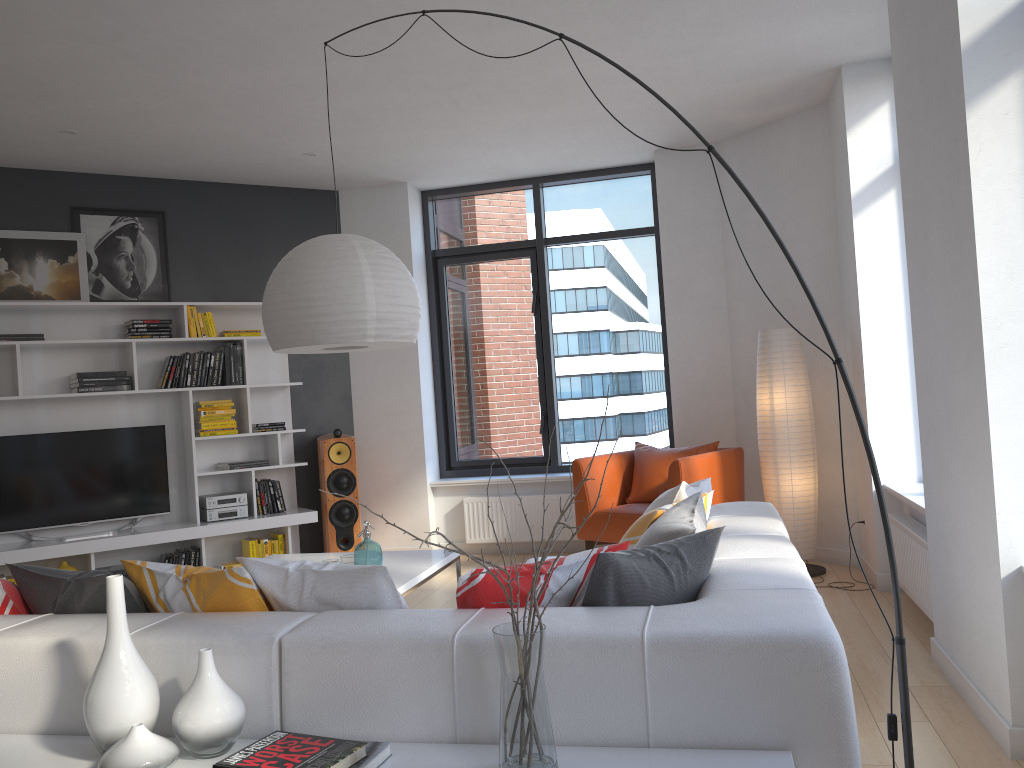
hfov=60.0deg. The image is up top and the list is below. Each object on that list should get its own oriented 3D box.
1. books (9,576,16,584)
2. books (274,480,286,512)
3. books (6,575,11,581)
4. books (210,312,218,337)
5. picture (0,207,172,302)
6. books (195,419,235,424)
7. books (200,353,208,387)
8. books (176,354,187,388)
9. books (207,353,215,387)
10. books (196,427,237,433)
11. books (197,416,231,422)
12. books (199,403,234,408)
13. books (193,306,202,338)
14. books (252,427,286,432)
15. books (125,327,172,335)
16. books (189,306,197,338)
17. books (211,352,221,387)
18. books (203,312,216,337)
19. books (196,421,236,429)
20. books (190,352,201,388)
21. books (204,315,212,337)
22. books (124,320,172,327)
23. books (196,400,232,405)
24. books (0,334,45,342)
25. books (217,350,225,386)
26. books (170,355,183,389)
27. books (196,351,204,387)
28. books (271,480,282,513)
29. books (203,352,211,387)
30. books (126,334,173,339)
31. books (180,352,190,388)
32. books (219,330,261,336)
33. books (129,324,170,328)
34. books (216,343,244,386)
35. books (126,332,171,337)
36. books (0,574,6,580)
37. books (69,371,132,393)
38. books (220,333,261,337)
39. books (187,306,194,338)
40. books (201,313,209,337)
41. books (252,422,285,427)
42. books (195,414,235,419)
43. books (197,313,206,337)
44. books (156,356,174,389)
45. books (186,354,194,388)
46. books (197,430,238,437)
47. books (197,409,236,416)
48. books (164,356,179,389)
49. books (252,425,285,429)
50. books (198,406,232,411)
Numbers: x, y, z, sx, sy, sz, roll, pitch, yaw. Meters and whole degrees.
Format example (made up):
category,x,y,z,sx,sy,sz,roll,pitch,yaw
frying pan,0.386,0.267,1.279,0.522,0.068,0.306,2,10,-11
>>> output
category,x,y,z,sx,sy,sz,roll,pitch,yaw
books,-3.142,1.334,5.600,0.043,0.235,0.171,-3,-1,-34
books,-1.760,0.837,6.634,0.077,0.233,0.179,-3,-1,-32
books,-3.152,1.333,5.570,0.043,0.240,0.169,-3,-1,-33
books,-2.164,-0.421,6.395,0.044,0.184,0.142,-3,-1,-31
picture,-3.031,-0.874,6.092,1.279,0.707,0.076,-3,-1,-32
books,-2.161,0.272,6.447,0.251,0.014,0.189,-3,-1,-29
books,-2.224,-0.093,6.349,0.069,0.242,0.172,-3,-1,-31
books,-2.346,-0.086,6.275,0.069,0.242,0.172,-3,-1,-31
books,-2.189,-0.097,6.386,0.071,0.243,0.179,-3,-1,-33
books,-2.145,0.332,6.431,0.257,0.024,0.203,-3,-1,-29
books,-2.159,0.254,6.425,0.217,0.023,0.145,-3,-1,-28
books,-2.153,0.157,6.451,0.223,0.023,0.163,-3,-1,-28
books,-2.273,-0.434,6.348,0.054,0.224,0.164,-3,-1,-33
books,-1.805,0.340,6.584,0.213,0.023,0.161,-3,-1,-29
books,-2.558,-0.370,6.233,0.284,0.030,0.214,-3,-1,-29
books,-2.294,-0.433,6.325,0.041,0.224,0.163,-3,-1,-34
books,-2.164,-0.101,6.416,0.084,0.249,0.191,-3,-1,-32
books,-2.179,-0.419,6.375,0.064,0.184,0.141,-3,-1,-31
books,-2.149,0.299,6.436,0.243,0.042,0.189,-3,-1,-32
books,-2.286,-0.094,6.342,0.084,0.249,0.191,-3,-1,-32
books,-2.191,-0.407,6.350,0.046,0.161,0.108,-3,-1,-33
books,-2.553,-0.426,6.221,0.266,0.030,0.209,-3,-1,-39
books,-2.174,0.135,6.465,0.223,0.023,0.163,-3,-1,-28
books,-3.234,-0.290,5.771,0.310,0.047,0.250,-3,-1,-37
books,-2.136,-0.107,6.435,0.066,0.260,0.197,-3,-1,-32
books,-2.382,-0.080,6.267,0.081,0.233,0.169,-3,-1,-33
books,-2.258,-0.100,6.361,0.066,0.260,0.197,-3,-1,-32
books,-1.772,0.834,6.589,0.066,0.242,0.177,-3,-1,-33
books,-2.219,-0.100,6.383,0.075,0.254,0.192,-3,-1,-33
books,-2.543,-0.320,6.212,0.284,0.030,0.214,-3,-1,-29
books,-2.341,-0.093,6.309,0.075,0.254,0.192,-3,-1,-33
books,-2.008,-0.376,6.539,0.257,0.024,0.203,-3,-1,-29
books,-2.543,-0.400,6.212,0.246,0.026,0.180,-3,-1,-30
books,-2.070,-0.136,6.511,0.128,0.321,0.259,-3,-1,-32
books,-2.548,-0.345,6.214,0.264,0.020,0.189,-3,-1,-34
books,-3.189,1.329,5.571,0.055,0.252,0.185,-3,-1,-34
books,-2.805,-0.007,6.047,0.343,0.137,0.277,-3,-1,-37
books,-1.999,-0.351,6.533,0.257,0.028,0.194,-3,-1,-27
books,-2.304,-0.434,6.297,0.041,0.229,0.161,-3,-1,-33
books,-2.213,-0.415,6.350,0.044,0.178,0.128,-3,-1,-32
books,-1.816,0.303,6.600,0.213,0.023,0.161,-3,-1,-29
books,-2.159,0.234,6.446,0.239,0.019,0.171,-3,-1,-32
books,-2.234,-0.414,6.346,0.054,0.180,0.132,-3,-1,-32
books,-2.441,-0.077,6.240,0.104,0.234,0.182,-3,-1,-32
books,-2.314,-0.088,6.318,0.068,0.243,0.179,-3,-1,-34
books,-2.136,0.357,6.425,0.257,0.028,0.194,-3,-1,-27
books,-2.151,0.208,6.451,0.239,0.033,0.176,-3,-1,-29
books,-2.415,-0.077,6.262,0.096,0.234,0.187,-3,-1,-32
books,-1.808,0.321,6.586,0.198,0.015,0.142,-3,-1,-34
books,-2.160,0.180,6.449,0.227,0.022,0.160,-4,-1,-17
